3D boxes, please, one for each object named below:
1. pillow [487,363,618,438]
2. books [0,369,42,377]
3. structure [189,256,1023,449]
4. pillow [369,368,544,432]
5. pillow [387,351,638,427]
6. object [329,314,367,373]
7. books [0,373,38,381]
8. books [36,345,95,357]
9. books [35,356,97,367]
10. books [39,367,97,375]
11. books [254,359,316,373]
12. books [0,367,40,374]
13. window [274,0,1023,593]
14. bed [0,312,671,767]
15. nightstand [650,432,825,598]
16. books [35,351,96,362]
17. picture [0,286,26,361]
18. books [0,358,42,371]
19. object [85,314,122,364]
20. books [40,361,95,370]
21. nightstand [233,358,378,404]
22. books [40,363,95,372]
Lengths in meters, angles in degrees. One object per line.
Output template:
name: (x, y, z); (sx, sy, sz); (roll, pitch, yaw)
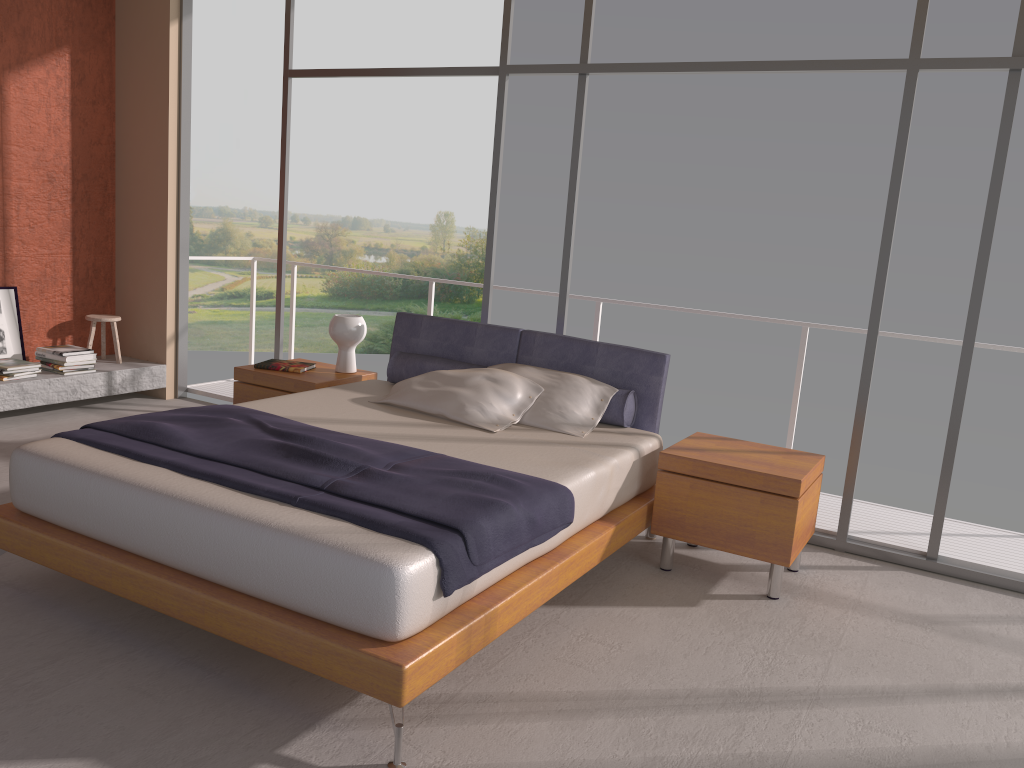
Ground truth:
pillow: (0.110, 0.072, 4.464); (0.791, 0.265, 0.400); (11, 12, 31)
books: (-3.340, -0.090, 5.869); (0.328, 0.018, 0.247); (7, 10, 13)
structure: (0.992, 0.073, 5.338); (7.689, 1.005, 0.728); (10, 12, 28)
pillow: (-0.292, 0.048, 4.473); (0.869, 0.264, 0.431); (12, 12, 35)
pillow: (-0.032, 0.016, 4.767); (1.470, 0.201, 0.205); (10, 12, 28)
object: (-0.990, -0.242, 5.323); (0.224, 0.338, 0.224); (13, 13, 39)
books: (-3.341, -0.065, 5.858); (0.287, 0.025, 0.247); (9, 11, 25)
books: (-3.112, -0.234, 6.183); (0.287, 0.025, 0.247); (10, 11, 28)
books: (-3.112, -0.170, 6.192); (0.328, 0.027, 0.247); (10, 12, 29)
books: (-3.117, -0.104, 6.203); (0.328, 0.018, 0.247); (10, 12, 29)
books: (-1.356, -0.108, 5.314); (0.287, 0.025, 0.247); (6, 10, 9)
books: (-3.324, -0.110, 5.861); (0.287, 0.025, 0.247); (11, 12, 30)
window: (1.044, -0.816, 4.726); (6.106, 3.133, 0.075); (10, 12, 28)
bed: (-0.557, 0.309, 3.910); (2.017, 0.959, 2.462); (10, 12, 28)
nightstand: (1.050, 0.594, 4.138); (0.628, 0.556, 0.562); (10, 12, 28)
books: (-3.110, -0.202, 6.186); (0.319, 0.038, 0.247); (9, 11, 25)
picture: (-3.541, -0.376, 5.995); (0.117, 0.550, 0.458); (10, 12, 28)
books: (-3.327, -0.131, 5.858); (0.328, 0.018, 0.247); (9, 11, 25)
object: (-3.027, -0.332, 6.597); (0.260, 0.349, 0.257); (4, 10, -2)
books: (-3.100, -0.139, 6.185); (0.287, 0.025, 0.247); (13, 13, 38)
nightstand: (-1.251, 0.187, 5.368); (0.628, 0.556, 0.562); (10, 12, 28)
books: (-3.121, -0.123, 6.203); (0.287, 0.018, 0.247); (10, 11, 28)
